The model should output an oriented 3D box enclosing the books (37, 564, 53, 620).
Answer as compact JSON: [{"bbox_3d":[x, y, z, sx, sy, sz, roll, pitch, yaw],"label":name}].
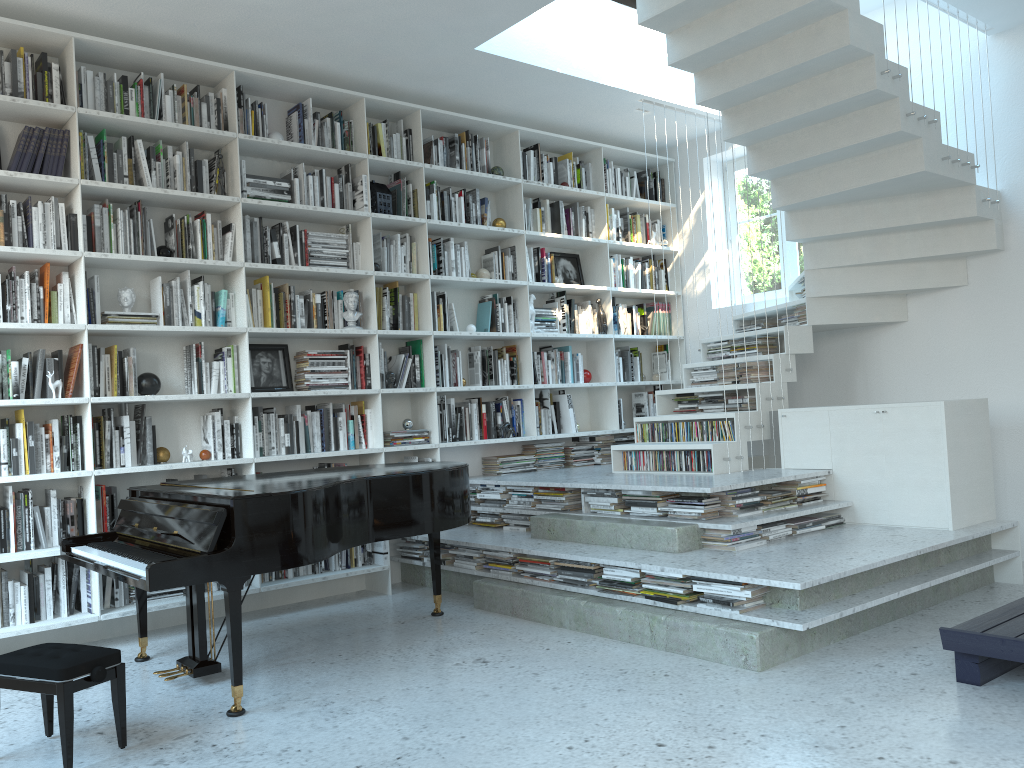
[{"bbox_3d":[-2.346,1.043,4.457,0.027,0.256,0.179,-2,-2,-39],"label":"books"}]

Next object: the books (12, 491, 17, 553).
[{"bbox_3d":[-2.471,0.677,4.376,0.012,0.295,0.176,-2,-2,-39],"label":"books"}]

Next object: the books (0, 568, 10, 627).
[{"bbox_3d":[-2.489,1.042,4.333,0.025,0.266,0.159,-2,-2,-39],"label":"books"}]

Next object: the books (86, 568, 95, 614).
[{"bbox_3d":[-2.183,1.049,4.555,0.017,0.233,0.212,-2,-2,-39],"label":"books"}]

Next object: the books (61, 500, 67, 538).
[{"bbox_3d":[-2.312,0.708,4.534,0.030,0.227,0.140,-2,-2,-39],"label":"books"}]

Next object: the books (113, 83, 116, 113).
[{"bbox_3d":[-2.166,-1.495,4.779,0.014,0.207,0.166,-2,-2,-39],"label":"books"}]

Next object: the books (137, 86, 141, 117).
[{"bbox_3d":[-2.064,-1.502,4.861,0.011,0.216,0.160,-2,-2,-39],"label":"books"}]

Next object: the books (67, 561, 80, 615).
[{"bbox_3d":[-2.263,1.042,4.543,0.065,0.256,0.156,-2,-2,-39],"label":"books"}]

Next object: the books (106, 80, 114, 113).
[{"bbox_3d":[-2.175,-1.495,4.755,0.029,0.208,0.178,-2,-2,-39],"label":"books"}]

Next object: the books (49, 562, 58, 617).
[{"bbox_3d":[-2.335,1.040,4.496,0.040,0.264,0.137,-2,-2,-39],"label":"books"}]

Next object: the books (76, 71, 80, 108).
[{"bbox_3d":[-2.311,-1.506,4.661,0.029,0.237,0.156,-2,-2,-39],"label":"books"}]

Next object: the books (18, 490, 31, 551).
[{"bbox_3d":[-2.431,0.679,4.420,0.022,0.290,0.137,-2,-2,-39],"label":"books"}]

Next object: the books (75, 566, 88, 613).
[{"bbox_3d":[-2.228,1.031,4.574,0.027,0.276,0.143,-2,-2,-39],"label":"books"}]

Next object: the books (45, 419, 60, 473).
[{"bbox_3d":[-2.334,0.315,4.503,0.021,0.265,0.185,-2,-2,-39],"label":"books"}]

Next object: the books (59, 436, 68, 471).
[{"bbox_3d":[-2.310,0.357,4.545,0.041,0.181,0.141,-2,-2,-39],"label":"books"}]

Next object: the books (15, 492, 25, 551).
[{"bbox_3d":[-2.452,0.683,4.418,0.013,0.284,0.139,-2,-2,-39],"label":"books"}]

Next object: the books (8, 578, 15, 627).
[{"bbox_3d":[-2.469,1.065,4.347,0.021,0.218,0.190,-2,-2,-39],"label":"books"}]

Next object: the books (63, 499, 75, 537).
[{"bbox_3d":[-2.265,0.704,4.519,0.023,0.228,0.190,-2,-2,-39],"label":"books"}]

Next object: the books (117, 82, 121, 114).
[{"bbox_3d":[-2.161,-1.507,4.819,0.025,0.234,0.129,-2,-2,-39],"label":"books"}]

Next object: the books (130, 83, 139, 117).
[{"bbox_3d":[-2.079,-1.511,4.859,0.013,0.234,0.154,-2,-2,-39],"label":"books"}]

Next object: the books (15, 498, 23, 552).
[{"bbox_3d":[-2.466,0.698,4.403,0.029,0.254,0.153,-2,-2,-39],"label":"books"}]

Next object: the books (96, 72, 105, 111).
[{"bbox_3d":[-2.216,-1.515,4.744,0.023,0.251,0.170,-2,-2,-39],"label":"books"}]

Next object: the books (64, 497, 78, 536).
[{"bbox_3d":[-2.269,0.702,4.562,0.026,0.235,0.140,-2,-2,-39],"label":"books"}]

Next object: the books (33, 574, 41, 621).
[{"bbox_3d":[-2.391,1.066,4.438,0.024,0.214,0.137,-2,-2,-39],"label":"books"}]

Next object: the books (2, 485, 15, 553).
[{"bbox_3d":[-2.477,0.662,4.362,0.014,0.325,0.170,-2,-2,-39],"label":"books"}]

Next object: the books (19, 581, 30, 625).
[{"bbox_3d":[-2.421,1.079,4.375,0.031,0.188,0.190,-2,-2,-39],"label":"books"}]

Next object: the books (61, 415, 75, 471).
[{"bbox_3d":[-2.279,0.303,4.548,0.014,0.286,0.179,-2,-2,-39],"label":"books"}]

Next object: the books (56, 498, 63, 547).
[{"bbox_3d":[-2.307,0.700,4.495,0.011,0.239,0.174,-2,-2,-39],"label":"books"}]

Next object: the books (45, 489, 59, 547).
[{"bbox_3d":[-2.339,0.678,4.504,0.025,0.288,0.130,-2,-2,-39],"label":"books"}]

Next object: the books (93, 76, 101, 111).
[{"bbox_3d":[-2.231,-1.499,4.726,0.023,0.220,0.181,-2,-2,-39],"label":"books"}]

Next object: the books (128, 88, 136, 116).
[{"bbox_3d":[-2.097,-1.493,4.847,0.030,0.201,0.152,-2,-2,-39],"label":"books"}]

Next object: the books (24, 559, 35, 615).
[{"bbox_3d":[-2.409,1.019,4.429,0.013,0.310,0.130,-2,-2,-39],"label":"books"}]

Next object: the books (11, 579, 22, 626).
[{"bbox_3d":[-2.449,1.071,4.362,0.028,0.206,0.171,-2,-2,-39],"label":"books"}]

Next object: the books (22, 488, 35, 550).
[{"bbox_3d":[-2.415,0.673,4.427,0.013,0.301,0.172,-2,-2,-39],"label":"books"}]

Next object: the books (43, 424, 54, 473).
[{"bbox_3d":[-2.357,0.326,4.507,0.010,0.246,0.160,-2,-2,-39],"label":"books"}]

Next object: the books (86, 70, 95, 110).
[{"bbox_3d":[-2.256,-1.516,4.713,0.031,0.254,0.145,-2,-2,-39],"label":"books"}]

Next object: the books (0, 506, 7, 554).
[{"bbox_3d":[-2.514,0.714,4.356,0.028,0.224,0.134,-2,-2,-39],"label":"books"}]

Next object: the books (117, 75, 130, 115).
[{"bbox_3d":[-2.127,-1.525,4.837,0.028,0.268,0.151,-2,-2,-39],"label":"books"}]

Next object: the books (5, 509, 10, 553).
[{"bbox_3d":[-2.497,0.722,4.368,0.013,0.209,0.154,-2,-2,-39],"label":"books"}]

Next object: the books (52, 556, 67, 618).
[{"bbox_3d":[-2.294,1.022,4.493,0.021,0.295,0.188,-2,-2,-39],"label":"books"}]

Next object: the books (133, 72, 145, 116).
[{"bbox_3d":[-2.049,-1.544,4.879,0.010,0.299,0.151,-2,-2,-39],"label":"books"}]

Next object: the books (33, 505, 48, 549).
[{"bbox_3d":[-2.386,0.715,4.451,0.059,0.216,0.177,-2,-2,-39],"label":"books"}]

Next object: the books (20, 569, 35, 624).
[{"bbox_3d":[-2.402,1.050,4.393,0.023,0.244,0.188,-2,-2,-39],"label":"books"}]

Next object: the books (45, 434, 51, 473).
[{"bbox_3d":[-2.371,0.353,4.499,0.023,0.194,0.140,-2,-2,-39],"label":"books"}]

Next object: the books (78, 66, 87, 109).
[{"bbox_3d":[-2.289,-1.526,4.711,0.021,0.279,0.141,-2,-2,-39],"label":"books"}]

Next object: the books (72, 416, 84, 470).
[{"bbox_3d":[-2.256,0.307,4.603,0.024,0.280,0.136,-2,-2,-39],"label":"books"}]

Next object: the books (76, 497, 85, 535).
[{"bbox_3d":[-2.241,0.704,4.573,0.030,0.230,0.151,-2,-2,-39],"label":"books"}]

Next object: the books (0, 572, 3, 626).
[{"bbox_3d":[-2.516,1.024,4.335,0.014,0.304,0.139,-2,-2,-39],"label":"books"}]

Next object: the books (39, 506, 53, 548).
[{"bbox_3d":[-2.363,0.721,4.493,0.030,0.203,0.142,-2,-2,-39],"label":"books"}]

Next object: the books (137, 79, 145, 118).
[{"bbox_3d":[-2.056,-1.520,4.869,0.013,0.251,0.183,-2,-2,-39],"label":"books"}]

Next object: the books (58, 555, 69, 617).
[{"bbox_3d":[-2.280,1.017,4.502,0.012,0.303,0.165,-2,-2,-39],"label":"books"}]

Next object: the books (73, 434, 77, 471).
[{"bbox_3d":[-2.282,0.354,4.584,0.023,0.187,0.130,-2,-2,-39],"label":"books"}]

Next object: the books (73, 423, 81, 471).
[{"bbox_3d":[-2.254,0.326,4.575,0.010,0.240,0.174,-2,-2,-39],"label":"books"}]

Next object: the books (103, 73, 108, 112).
[{"bbox_3d":[-2.200,-1.515,4.752,0.012,0.250,0.174,-2,-2,-39],"label":"books"}]

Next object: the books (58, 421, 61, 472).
[{"bbox_3d":[-2.333,0.319,4.529,0.013,0.260,0.142,-2,-2,-39],"label":"books"}]

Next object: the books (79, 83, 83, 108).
[{"bbox_3d":[-2.298,-1.478,4.688,0.024,0.183,0.133,-2,-2,-39],"label":"books"}]

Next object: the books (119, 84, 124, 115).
[{"bbox_3d":[-2.141,-1.499,4.824,0.012,0.216,0.150,-2,-2,-39],"label":"books"}]

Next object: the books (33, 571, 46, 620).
[{"bbox_3d":[-2.366,1.060,4.444,0.022,0.224,0.141,-2,-2,-39],"label":"books"}]

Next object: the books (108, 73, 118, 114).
[{"bbox_3d":[-2.160,-1.523,4.789,0.010,0.264,0.160,-2,-2,-39],"label":"books"}]
